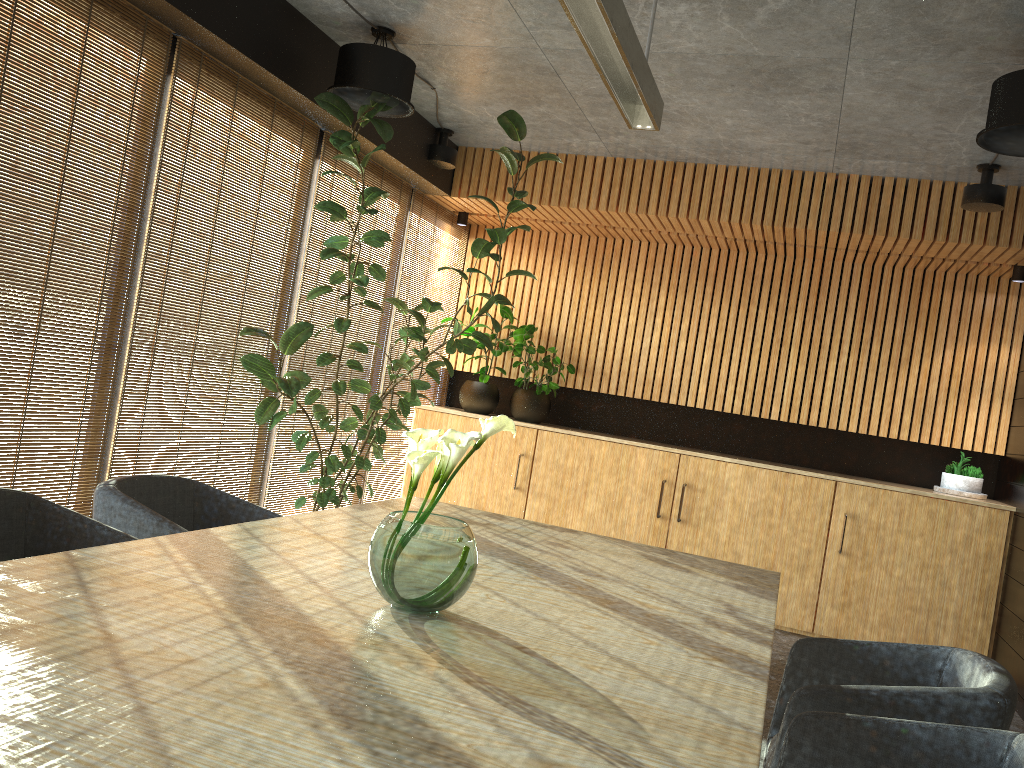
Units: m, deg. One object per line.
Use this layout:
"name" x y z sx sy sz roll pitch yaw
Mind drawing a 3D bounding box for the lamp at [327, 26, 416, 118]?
"lamp" -0.793 -1.854 5.193 0.513 0.497 0.513 9 0 -11

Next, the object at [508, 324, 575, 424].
"object" 0.174 -0.095 8.038 0.679 0.880 0.512 9 0 22

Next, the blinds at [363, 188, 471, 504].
"blinds" -0.836 -0.101 8.050 0.039 3.038 1.422 9 0 18

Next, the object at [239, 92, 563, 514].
"object" -1.019 -0.221 6.008 1.875 3.266 1.958 9 0 -33

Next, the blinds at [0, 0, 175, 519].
"blinds" -2.187 -0.340 3.838 0.039 3.038 1.422 9 0 18

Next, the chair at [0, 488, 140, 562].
"chair" -1.603 0.846 2.776 0.761 0.944 0.706 9 0 18

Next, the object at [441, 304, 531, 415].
"object" -0.290 -0.257 8.211 0.640 1.054 0.666 9 0 -30

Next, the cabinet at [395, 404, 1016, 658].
"cabinet" 1.407 1.189 7.677 4.954 1.272 1.006 9 0 18

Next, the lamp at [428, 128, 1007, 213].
"lamp" 1.287 -1.602 6.464 4.179 0.294 0.257 9 0 18

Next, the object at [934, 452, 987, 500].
"object" 3.598 0.719 7.076 0.384 0.347 0.384 9 0 41

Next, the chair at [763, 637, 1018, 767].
"chair" 1.114 1.282 2.826 0.761 0.944 0.706 9 0 18

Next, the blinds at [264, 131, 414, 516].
"blinds" -1.284 -0.180 6.654 0.039 3.038 1.422 9 0 18

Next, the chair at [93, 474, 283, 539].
"chair" -1.329 0.894 3.631 0.761 0.944 0.706 9 0 18

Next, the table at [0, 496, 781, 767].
"table" -0.329 1.055 2.356 1.816 0.927 3.932 9 0 18

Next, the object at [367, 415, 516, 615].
"object" -0.209 0.329 2.381 0.295 0.546 0.322 9 0 28

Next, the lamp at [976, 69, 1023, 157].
"lamp" 2.473 -1.336 4.116 0.513 0.497 0.513 9 0 -43

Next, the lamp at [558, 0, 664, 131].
"lamp" 0.079 -1.642 2.391 0.151 0.618 4.009 9 0 18

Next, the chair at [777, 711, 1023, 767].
"chair" 0.839 1.233 1.971 0.761 0.944 0.706 9 0 18

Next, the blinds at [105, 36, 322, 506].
"blinds" -1.739 -0.261 5.234 0.039 3.038 1.422 9 0 18
